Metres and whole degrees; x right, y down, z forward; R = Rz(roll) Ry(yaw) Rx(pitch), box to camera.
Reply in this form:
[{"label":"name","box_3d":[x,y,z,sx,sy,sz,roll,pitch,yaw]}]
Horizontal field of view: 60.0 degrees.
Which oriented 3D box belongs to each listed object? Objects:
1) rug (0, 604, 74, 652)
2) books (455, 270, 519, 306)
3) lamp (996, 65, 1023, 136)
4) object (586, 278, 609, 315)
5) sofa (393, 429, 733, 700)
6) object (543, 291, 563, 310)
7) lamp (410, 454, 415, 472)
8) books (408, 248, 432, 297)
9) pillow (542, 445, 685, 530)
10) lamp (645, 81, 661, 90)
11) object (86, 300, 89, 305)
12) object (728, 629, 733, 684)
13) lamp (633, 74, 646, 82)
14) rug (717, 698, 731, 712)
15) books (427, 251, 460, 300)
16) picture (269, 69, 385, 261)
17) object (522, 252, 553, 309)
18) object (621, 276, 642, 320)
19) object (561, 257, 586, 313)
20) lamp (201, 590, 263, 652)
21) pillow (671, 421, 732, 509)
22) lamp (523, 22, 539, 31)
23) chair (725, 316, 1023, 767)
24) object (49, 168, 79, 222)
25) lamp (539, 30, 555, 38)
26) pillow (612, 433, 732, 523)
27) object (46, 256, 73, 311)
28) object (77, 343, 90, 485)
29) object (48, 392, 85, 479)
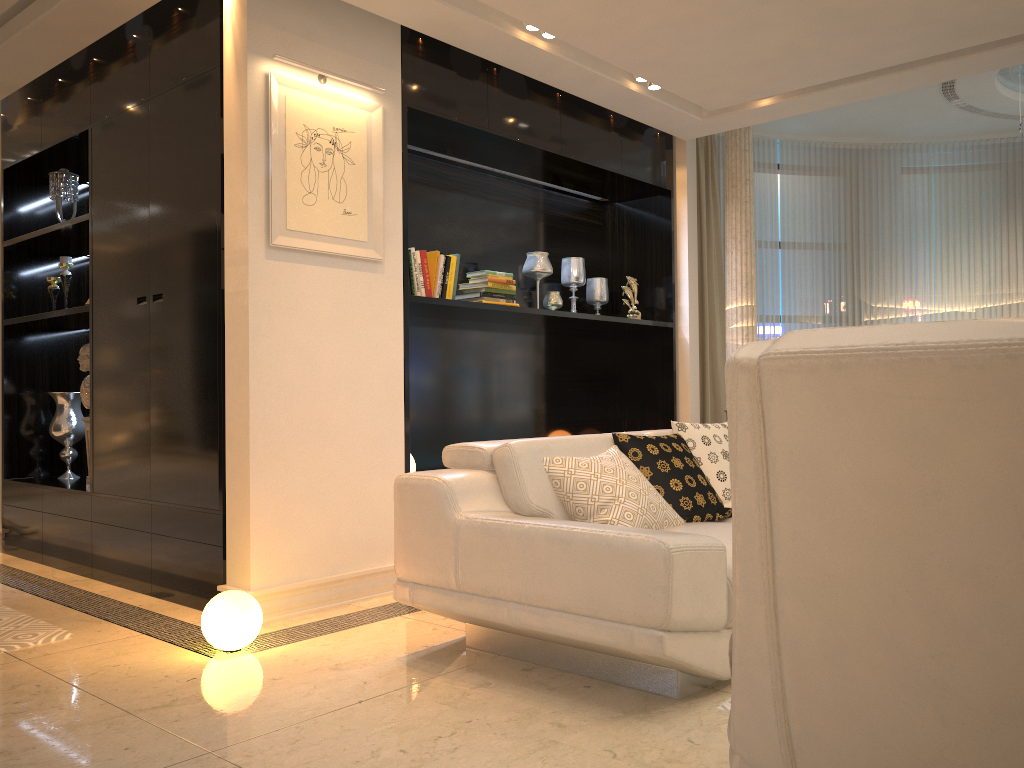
[{"label":"rug","box_3d":[-4.062,1.012,4.519,5.025,0.015,1.526,-1,-1,41]},{"label":"books","box_3d":[-0.135,-0.521,5.006,0.260,0.197,0.296,-1,-1,44]},{"label":"lamp","box_3d":[4.301,-1.865,5.679,2.109,0.685,2.109,-1,-1,-4]},{"label":"object","box_3d":[0.583,-0.558,6.048,0.147,0.317,0.147,-1,-1,43]},{"label":"sofa","box_3d":[0.757,0.575,3.616,1.145,0.754,2.328,-1,-1,41]},{"label":"object","box_3d":[0.254,-0.494,5.513,0.119,0.154,0.119,0,-1,-39]},{"label":"lamp","box_3d":[-0.603,0.430,4.556,0.213,0.214,0.212,0,-1,-9]},{"label":"books","box_3d":[-0.561,-0.558,4.481,0.208,0.270,0.240,-1,-1,41]},{"label":"pillow","box_3d":[0.385,0.402,3.254,0.351,0.329,0.521,-1,-1,41]},{"label":"lamp","box_3d":[0.811,-1.740,5.043,0.107,0.127,0.107,-1,-1,23]},{"label":"object","box_3d":[-2.319,-0.558,4.969,0.116,0.318,0.113,-1,-1,41]},{"label":"object","box_3d":[0.946,0.617,1.259,0.972,0.580,1.347,0,-1,-11]},{"label":"lamp","box_3d":[0.729,-1.753,4.942,0.107,0.127,0.107,-1,-1,23]},{"label":"rug","box_3d":[2.200,0.911,2.237,2.900,0.020,1.661,-1,-1,41]},{"label":"books","box_3d":[-0.411,-0.553,4.658,0.212,0.261,0.210,-1,-1,41]},{"label":"picture","box_3d":[-0.801,-0.930,3.875,0.027,0.729,0.610,-1,-1,41]},{"label":"object","box_3d":[0.158,-0.608,5.424,0.181,0.381,0.181,-1,-1,36]},{"label":"object","box_3d":[0.796,-0.564,5.916,0.116,0.293,0.182,-1,-1,39]},{"label":"object","box_3d":[0.407,-0.614,5.859,0.156,0.426,0.156,0,-1,-43]},{"label":"lamp","box_3d":[-1.017,0.858,3.222,0.213,0.214,0.212,0,-1,-9]},{"label":"pillow","box_3d":[0.950,0.358,3.976,0.255,0.399,0.526,-1,-1,41]},{"label":"lamp","box_3d":[0.104,-1.757,4.235,0.107,0.127,0.107,0,-1,-37]},{"label":"chair","box_3d":[0.754,0.422,1.358,1.027,0.991,0.983,-1,-1,41]},{"label":"object","box_3d":[-2.530,-1.043,5.008,0.155,0.347,0.155,-1,-1,22]},{"label":"lamp","box_3d":[0.185,-1.756,4.326,0.107,0.127,0.107,-1,-1,23]},{"label":"pillow","box_3d":[0.680,0.370,3.604,0.323,0.355,0.524,-1,-1,42]},{"label":"object","box_3d":[-2.663,-0.570,5.223,0.176,0.361,0.079,-1,-1,22]},{"label":"object","box_3d":[-2.314,0.168,4.985,0.221,0.794,0.308,0,-1,-21]},{"label":"object","box_3d":[-2.700,0.312,5.400,0.221,0.522,0.221,0,-1,-44]}]
